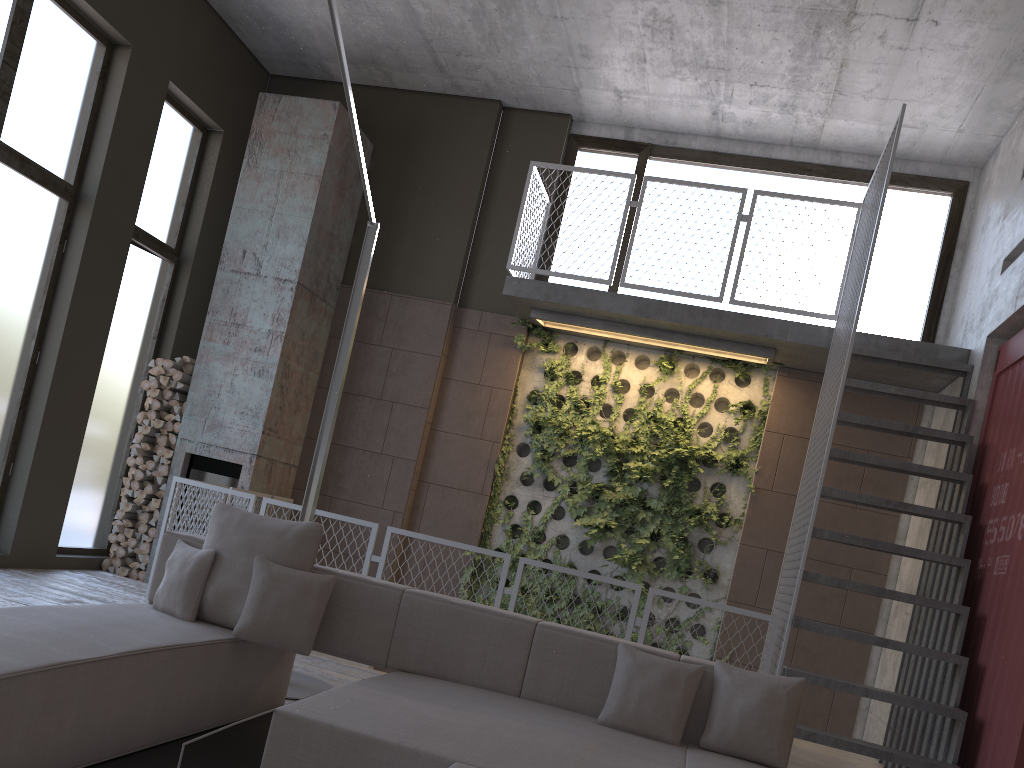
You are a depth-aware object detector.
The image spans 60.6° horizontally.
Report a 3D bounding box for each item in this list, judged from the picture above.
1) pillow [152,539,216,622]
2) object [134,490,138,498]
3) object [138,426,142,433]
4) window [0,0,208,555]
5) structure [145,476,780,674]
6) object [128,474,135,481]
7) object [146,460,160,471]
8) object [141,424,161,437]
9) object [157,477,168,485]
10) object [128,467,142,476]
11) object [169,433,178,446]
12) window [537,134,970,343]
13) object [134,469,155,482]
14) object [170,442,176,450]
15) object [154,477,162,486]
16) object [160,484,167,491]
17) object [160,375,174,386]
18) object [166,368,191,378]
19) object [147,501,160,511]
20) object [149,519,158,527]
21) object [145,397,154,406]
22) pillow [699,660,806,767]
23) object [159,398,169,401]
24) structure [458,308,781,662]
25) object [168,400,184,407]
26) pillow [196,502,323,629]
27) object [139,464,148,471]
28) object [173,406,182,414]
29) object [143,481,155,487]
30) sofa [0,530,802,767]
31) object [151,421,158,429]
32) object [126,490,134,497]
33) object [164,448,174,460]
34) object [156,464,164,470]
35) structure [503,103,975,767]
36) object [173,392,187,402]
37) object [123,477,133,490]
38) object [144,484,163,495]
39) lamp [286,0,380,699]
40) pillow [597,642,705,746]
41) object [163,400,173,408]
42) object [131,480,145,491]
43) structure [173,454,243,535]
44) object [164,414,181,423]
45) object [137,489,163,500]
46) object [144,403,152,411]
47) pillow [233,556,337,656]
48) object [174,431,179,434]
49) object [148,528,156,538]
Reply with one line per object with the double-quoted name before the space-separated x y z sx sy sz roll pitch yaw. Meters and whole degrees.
"pillow" -1.497 0.905 3.993 0.154 0.373 0.365 15 -5 -43
"object" -3.352 1.044 8.132 0.067 0.066 0.431 12 -9 14
"object" -3.311 0.459 8.121 0.067 0.066 0.431 12 -9 14
"window" -4.291 -1.390 3.821 0.208 4.120 9.384 13 -8 13
"structure" -0.311 1.741 6.952 4.397 0.926 1.964 11 -8 13
"object" -3.431 0.869 8.050 0.045 0.072 0.256 12 -9 14
"object" -3.209 0.780 8.101 0.090 0.088 0.464 12 -9 13
"object" -3.238 0.463 8.103 0.093 0.083 0.489 11 -9 14
"object" -3.137 0.919 8.090 0.066 0.084 0.433 12 -9 12
"object" -3.419 0.836 8.137 0.100 0.101 0.298 11 -9 15
"object" -3.021 0.539 8.058 0.088 0.107 0.372 12 -9 14
"window" 2.071 -1.205 7.997 3.542 1.738 0.111 11 -2 13
"object" -3.341 0.853 8.073 0.098 0.106 0.300 12 -9 15
"object" -3.038 0.595 8.129 0.100 0.085 0.370 11 -9 14
"object" -3.210 0.927 8.178 0.103 0.101 0.298 12 -9 14
"object" -3.092 0.960 8.077 0.066 0.084 0.433 12 -9 12
"object" -3.079 0.020 8.113 0.093 0.082 0.489 11 -9 14
"object" -3.032 -0.064 8.073 0.103 0.083 0.370 11 -9 14
"object" -3.191 1.142 8.107 0.090 0.088 0.464 12 -9 14
"object" -3.189 1.282 8.082 0.071 0.072 0.431 12 -9 14
"object" -3.273 0.199 8.151 0.100 0.101 0.298 11 -9 15
"pillow" 0.951 1.309 3.494 0.359 0.364 0.191 11 -3 18
"object" -3.166 0.150 8.117 0.088 0.056 0.339 11 -9 13
"structure" 0.910 1.155 7.800 2.609 3.792 1.018 12 -2 13
"object" -3.013 0.209 8.101 0.121 0.067 0.371 11 -9 15
"pillow" -1.181 0.840 3.961 0.559 0.553 0.224 11 -3 15
"object" -3.312 0.787 8.103 0.088 0.056 0.339 11 -9 13
"object" -2.991 0.282 8.104 0.066 0.084 0.433 12 -9 12
"object" -3.286 0.966 8.157 0.100 0.085 0.370 11 -9 14
"sofa" -0.585 1.083 2.712 2.976 0.778 3.072 11 -9 14
"object" -3.153 0.409 8.113 0.114 0.078 0.444 11 -9 14
"object" -3.429 1.027 8.150 0.067 0.066 0.431 12 -9 14
"object" -3.031 0.677 8.085 0.093 0.083 0.489 11 -9 14
"object" -3.135 0.789 8.114 0.067 0.070 0.431 12 -9 14
"structure" 1.360 0.466 6.591 3.658 4.281 3.086 12 -4 14
"object" -2.989 0.152 8.128 0.067 0.070 0.431 12 -9 14
"object" -3.465 0.941 8.127 0.088 0.107 0.372 12 -9 14
"object" -3.206 0.992 8.082 0.090 0.088 0.464 11 -9 15
"lamp" -1.023 -0.105 4.169 0.755 3.395 2.656 13 -4 2
"pillow" 0.565 1.269 3.561 0.368 0.356 0.189 12 -3 13
"object" -3.112 0.205 8.128 0.064 0.073 0.366 12 -9 13
"object" -3.369 0.961 8.148 0.092 0.092 0.446 12 -9 14
"structure" -2.716 1.132 7.861 0.572 0.920 0.057 12 -1 13
"object" -3.048 0.357 8.137 0.114 0.078 0.444 11 -9 14
"object" -3.279 1.047 8.113 0.093 0.083 0.489 11 -9 14
"object" -3.285 0.232 8.064 0.045 0.072 0.256 12 -9 14
"pillow" -0.981 0.964 3.799 0.379 0.369 0.169 14 -3 -13
"object" -2.975 0.434 8.068 0.100 0.101 0.298 11 -9 15
"object" -3.182 1.381 8.083 0.091 0.091 0.446 12 -9 14
